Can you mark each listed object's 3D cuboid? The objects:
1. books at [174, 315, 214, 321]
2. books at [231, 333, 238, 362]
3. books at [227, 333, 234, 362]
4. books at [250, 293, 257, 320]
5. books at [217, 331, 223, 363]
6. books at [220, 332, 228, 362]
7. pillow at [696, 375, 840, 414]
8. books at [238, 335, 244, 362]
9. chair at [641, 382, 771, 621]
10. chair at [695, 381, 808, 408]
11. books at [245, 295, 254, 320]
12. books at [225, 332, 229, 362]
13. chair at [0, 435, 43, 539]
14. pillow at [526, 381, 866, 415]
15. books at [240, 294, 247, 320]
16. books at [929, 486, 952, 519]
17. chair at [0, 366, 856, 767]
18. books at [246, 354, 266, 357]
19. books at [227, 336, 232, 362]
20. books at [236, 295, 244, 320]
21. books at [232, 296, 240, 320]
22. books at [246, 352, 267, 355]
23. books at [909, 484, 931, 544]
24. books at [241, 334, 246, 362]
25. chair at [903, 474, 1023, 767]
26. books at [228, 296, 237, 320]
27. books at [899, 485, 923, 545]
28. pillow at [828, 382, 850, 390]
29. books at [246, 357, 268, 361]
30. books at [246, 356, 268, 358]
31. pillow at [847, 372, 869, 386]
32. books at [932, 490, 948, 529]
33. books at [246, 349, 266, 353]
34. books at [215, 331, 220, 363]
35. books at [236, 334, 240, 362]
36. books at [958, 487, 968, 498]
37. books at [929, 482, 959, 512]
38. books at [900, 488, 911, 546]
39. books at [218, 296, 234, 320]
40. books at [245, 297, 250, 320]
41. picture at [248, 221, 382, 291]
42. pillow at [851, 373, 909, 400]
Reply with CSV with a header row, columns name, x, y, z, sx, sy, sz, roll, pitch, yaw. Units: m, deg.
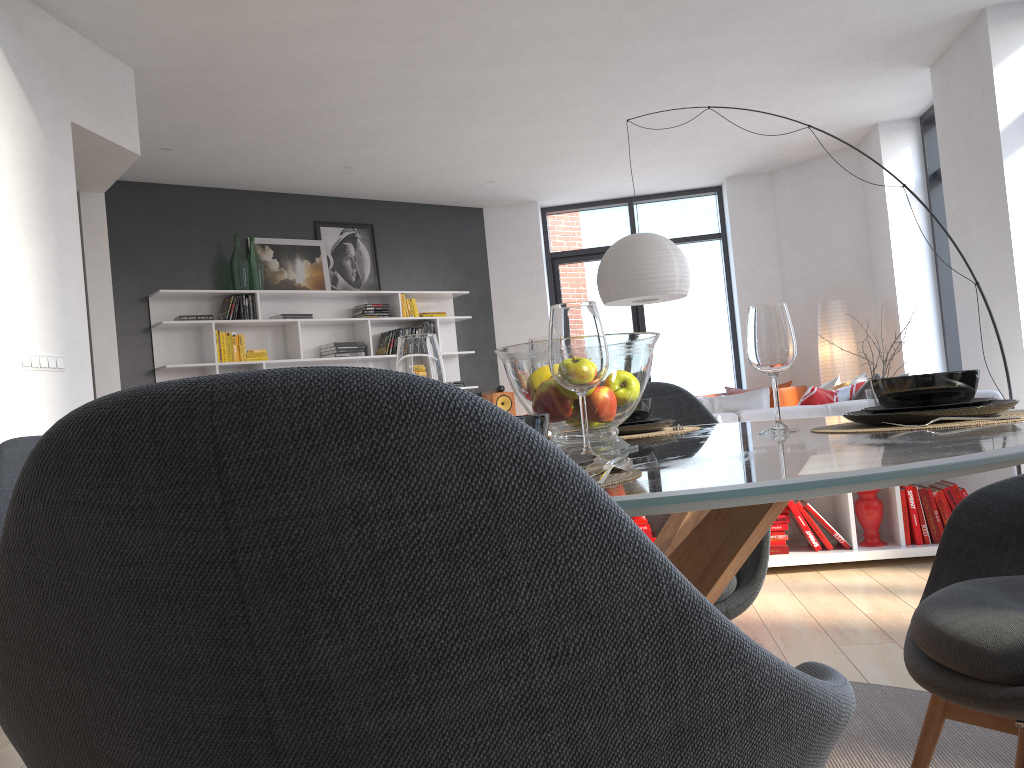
name,x,y,z,sx,sy,sz,roll,pitch,yaw
books,-2.618,-0.528,7.291,0.268,0.046,0.208,-4,-2,-34
books,-2.371,-0.297,7.485,0.035,0.250,0.185,-4,-2,-38
books,-2.394,-0.296,7.470,0.019,0.251,0.180,-4,-2,-38
books,-2.238,-0.649,7.601,0.019,0.230,0.174,-4,-2,-38
books,-2.475,-0.299,7.402,0.025,0.270,0.213,-4,-2,-38
books,-2.449,-0.294,7.427,0.044,0.255,0.198,-4,-2,-38
pillow,1.645,0.210,5.552,0.580,0.456,2.156,-6,-2,33
books,-2.327,-0.293,7.516,0.024,0.234,0.172,-4,-2,-38
chair,0.301,0.441,2.090,0.655,0.891,0.619,-6,-2,14
chair,2.289,0.428,8.351,0.896,0.858,0.843,-7,-2,39
books,-2.264,-0.640,7.590,0.038,0.218,0.169,-4,-2,-38
books,-2.427,-0.298,7.448,0.015,0.263,0.199,-4,-2,-38
chair,-0.574,0.513,1.630,0.619,0.891,0.655,-6,-1,9
pillow,0.832,0.299,4.854,2.250,0.449,0.575,-6,-1,5
books,-2.309,-0.642,7.560,0.025,0.232,0.176,-4,-2,-38
books,1.952,0.585,4.011,0.083,0.233,0.178,-6,-1,7
chair,-0.045,0.439,0.745,0.655,0.891,0.619,-6,-2,14
books,-2.203,-0.239,7.574,0.169,0.018,0.113,-4,-2,-37
books,-2.398,-0.283,7.442,0.024,0.229,0.156,-4,-2,-38
books,-2.325,-0.635,7.541,0.021,0.221,0.156,-4,-2,-38
books,-2.362,-0.630,7.510,0.074,0.212,0.154,-4,-2,-39
books,-2.209,-0.254,7.590,0.187,0.014,0.134,-4,-2,-38
books,1.827,0.584,4.020,0.056,0.262,0.185,-6,-1,7
books,-2.309,-0.294,7.535,0.024,0.234,0.172,-4,-2,-38
chair,0.924,0.362,1.357,0.619,0.891,0.655,-6,-1,9
books,-2.392,-0.627,7.502,0.087,0.214,0.171,-4,-2,-38
books,1.796,0.582,4.026,0.050,0.268,0.198,-6,-1,7
pillow,1.420,0.244,5.328,2.095,0.440,0.630,-4,-2,-36
books,-2.205,-0.202,7.588,0.190,0.033,0.147,-4,-2,-38
books,-2.210,-0.224,7.592,0.196,0.011,0.148,-4,-2,-38
pillow,0.775,0.283,5.196,2.953,0.453,0.647,-5,-1,-5
books,1.928,0.589,4.010,0.081,0.230,0.165,-6,-1,7
books,-2.222,-0.273,7.598,0.186,0.026,0.138,-4,-2,-38
books,-2.490,-0.298,7.379,0.029,0.270,0.204,-4,-2,-38
books,-2.349,-0.293,7.504,0.023,0.239,0.169,-4,-2,-38
books,2.059,0.576,4.010,0.103,0.230,0.173,-6,-1,7
books,1.991,0.574,4.013,0.119,0.249,0.187,-6,-1,7
books,1.760,0.595,4.023,0.026,0.250,0.168,-6,-1,7
books,-2.414,-0.626,7.478,0.096,0.213,0.166,-4,-2,-40
books,-2.286,-0.630,7.571,0.021,0.200,0.147,-4,-2,-38
picture,-1.799,-1.162,8.184,1.279,0.707,0.076,-4,-2,-38
pillow,1.153,0.241,4.822,2.120,0.436,0.608,-6,-1,3
